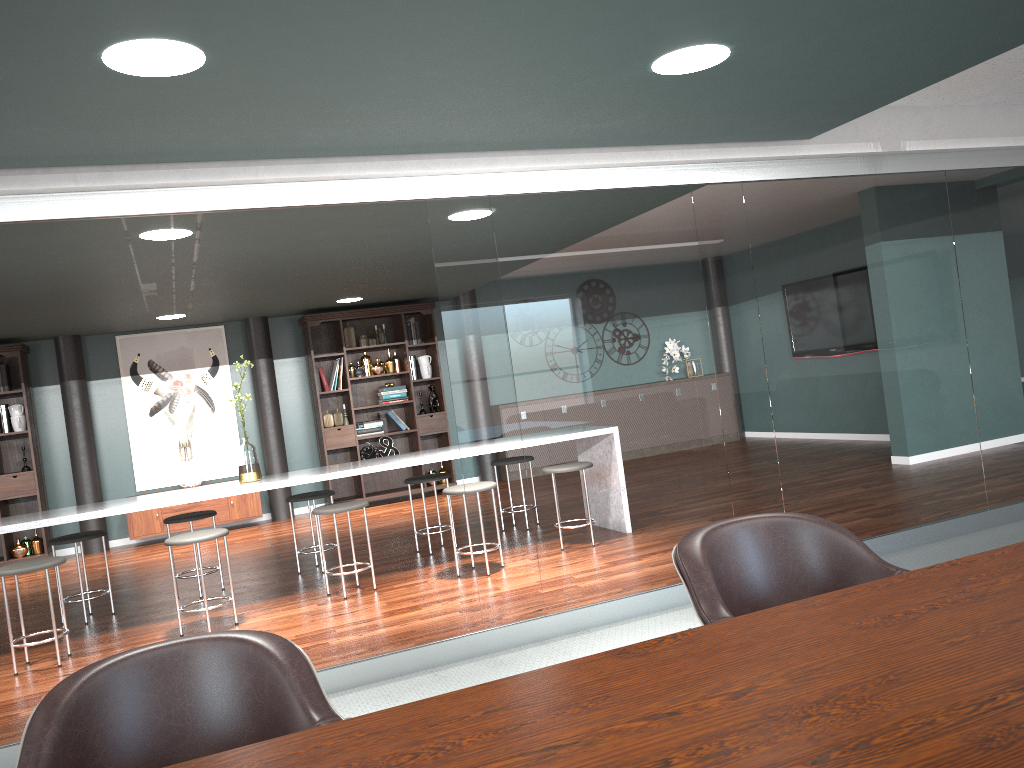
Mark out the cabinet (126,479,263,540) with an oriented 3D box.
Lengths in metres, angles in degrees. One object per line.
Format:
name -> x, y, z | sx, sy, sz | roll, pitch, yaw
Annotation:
cabinet -> -3.065, 1.192, 8.574 | 1.200, 0.379, 0.368 | -8, 1, -21

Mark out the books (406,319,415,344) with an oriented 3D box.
books -> -1.061, -0.533, 9.277 | 0.016, 0.268, 0.205 | -8, 1, -21

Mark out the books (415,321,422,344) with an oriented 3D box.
books -> -1.005, -0.529, 9.297 | 0.042, 0.248, 0.194 | -8, 1, -21

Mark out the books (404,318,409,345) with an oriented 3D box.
books -> -1.123, -0.534, 9.254 | 0.027, 0.286, 0.184 | -8, 1, -21

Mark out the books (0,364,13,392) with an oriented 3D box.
books -> -4.531, -0.046, 7.949 | 0.042, 0.248, 0.194 | -8, 1, -21

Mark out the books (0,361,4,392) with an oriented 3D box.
books -> -4.567, -0.062, 7.937 | 0.027, 0.286, 0.184 | -8, 1, -21

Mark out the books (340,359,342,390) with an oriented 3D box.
books -> -1.751, -0.095, 8.995 | 0.063, 0.309, 0.210 | -8, 1, -21

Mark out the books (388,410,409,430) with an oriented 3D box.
books -> -1.176, 0.373, 9.182 | 0.166, 0.228, 0.205 | -8, 1, -21

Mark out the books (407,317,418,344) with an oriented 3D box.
books -> -1.040, -0.545, 9.286 | 0.027, 0.286, 0.184 | -8, 1, -21

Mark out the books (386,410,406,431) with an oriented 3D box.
books -> -1.208, 0.379, 9.169 | 0.176, 0.227, 0.194 | -8, 1, -21

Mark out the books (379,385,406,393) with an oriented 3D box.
books -> -1.244, 0.053, 9.193 | 0.248, 0.042, 0.194 | -8, 1, -21

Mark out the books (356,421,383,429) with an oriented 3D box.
books -> -1.461, 0.417, 9.069 | 0.248, 0.042, 0.194 | -8, 1, -21

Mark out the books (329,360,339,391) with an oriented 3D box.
books -> -1.808, -0.081, 8.980 | 0.115, 0.296, 0.210 | -8, 1, -21

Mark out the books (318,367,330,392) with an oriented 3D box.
books -> -1.908, -0.043, 8.937 | 0.084, 0.252, 0.194 | -8, 1, -21

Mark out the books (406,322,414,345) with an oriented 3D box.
books -> -1.087, -0.518, 9.266 | 0.042, 0.248, 0.194 | -8, 1, -21

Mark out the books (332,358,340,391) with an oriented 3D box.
books -> -1.785, -0.093, 8.984 | 0.090, 0.316, 0.197 | -8, 1, -21

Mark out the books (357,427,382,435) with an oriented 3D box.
books -> -1.474, 0.478, 9.061 | 0.248, 0.042, 0.194 | -8, 1, -21

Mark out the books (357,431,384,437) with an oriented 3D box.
books -> -1.468, 0.512, 9.063 | 0.286, 0.027, 0.184 | -8, 1, -21

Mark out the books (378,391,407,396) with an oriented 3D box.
books -> -1.241, 0.097, 9.193 | 0.268, 0.016, 0.205 | -8, 1, -21

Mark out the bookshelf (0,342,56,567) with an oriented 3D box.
bookshelf -> -4.896, 0.708, 7.802 | 1.339, 1.984, 0.482 | -8, 1, -21

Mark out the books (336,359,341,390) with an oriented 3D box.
books -> -1.766, -0.093, 8.991 | 0.063, 0.309, 0.210 | -8, 1, -21

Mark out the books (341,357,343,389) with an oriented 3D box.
books -> -1.743, -0.102, 8.995 | 0.062, 0.322, 0.197 | -8, 1, -21

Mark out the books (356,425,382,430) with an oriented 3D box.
books -> -1.479, 0.448, 9.061 | 0.268, 0.016, 0.205 | -8, 1, -21

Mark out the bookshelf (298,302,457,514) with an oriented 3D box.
bookshelf -> -1.369, 0.224, 9.151 | 1.339, 1.984, 0.482 | -8, 1, -21

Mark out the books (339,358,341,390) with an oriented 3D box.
books -> -1.757, -0.100, 8.991 | 0.062, 0.322, 0.197 | -8, 1, -21

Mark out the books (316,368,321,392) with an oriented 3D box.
books -> -1.966, -0.033, 8.915 | 0.042, 0.248, 0.194 | -8, 1, -21

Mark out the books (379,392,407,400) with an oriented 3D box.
books -> -1.236, 0.126, 9.193 | 0.248, 0.042, 0.194 | -8, 1, -21

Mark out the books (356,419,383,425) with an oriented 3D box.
books -> -1.475, 0.389, 9.065 | 0.268, 0.016, 0.205 | -8, 1, -21

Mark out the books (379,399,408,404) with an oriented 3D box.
books -> -1.229, 0.184, 9.194 | 0.268, 0.016, 0.205 | -8, 1, -21

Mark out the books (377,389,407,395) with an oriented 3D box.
books -> -1.244, 0.082, 9.186 | 0.268, 0.016, 0.205 | -8, 1, -21

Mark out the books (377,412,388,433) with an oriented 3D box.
books -> -1.341, 0.400, 9.190 | 0.063, 0.214, 0.139 | -8, 1, -21

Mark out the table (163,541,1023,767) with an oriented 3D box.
table -> -0.559, 0.840, 0.255 | 6.694, 0.706, 1.374 | -8, 1, -21

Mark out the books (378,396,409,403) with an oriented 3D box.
books -> -1.230, 0.161, 9.195 | 0.286, 0.027, 0.184 | -8, 1, -21
